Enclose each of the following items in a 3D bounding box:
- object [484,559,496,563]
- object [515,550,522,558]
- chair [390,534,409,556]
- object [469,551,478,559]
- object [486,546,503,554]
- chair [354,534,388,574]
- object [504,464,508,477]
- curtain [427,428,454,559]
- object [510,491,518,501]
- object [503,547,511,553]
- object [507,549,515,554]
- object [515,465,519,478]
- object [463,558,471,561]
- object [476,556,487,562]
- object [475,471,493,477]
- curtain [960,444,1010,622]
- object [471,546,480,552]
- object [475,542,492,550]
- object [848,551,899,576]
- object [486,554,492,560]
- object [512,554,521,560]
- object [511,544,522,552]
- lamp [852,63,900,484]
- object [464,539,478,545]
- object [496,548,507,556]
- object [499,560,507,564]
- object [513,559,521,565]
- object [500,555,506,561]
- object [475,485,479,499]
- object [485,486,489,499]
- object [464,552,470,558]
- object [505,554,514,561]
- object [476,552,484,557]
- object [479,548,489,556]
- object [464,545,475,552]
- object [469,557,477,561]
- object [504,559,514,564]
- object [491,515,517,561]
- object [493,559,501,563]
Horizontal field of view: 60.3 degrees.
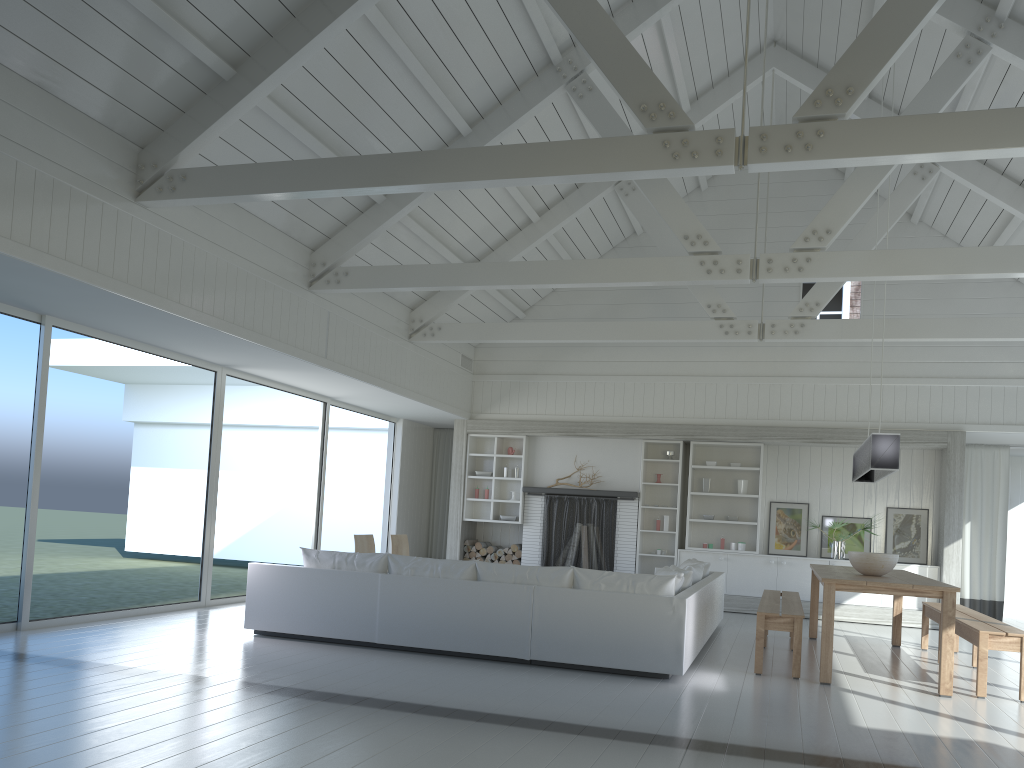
[{"bbox_3d":[-0.279,2.561,12.761,0.105,0.114,0.522,2,-8,17],"label":"object"},{"bbox_3d":[0.157,2.430,12.625,0.109,0.109,0.499,2,-8,16],"label":"object"},{"bbox_3d":[-1.151,2.122,10.076,0.554,0.776,0.600,2,-5,17],"label":"chair"},{"bbox_3d":[-0.498,2.483,12.825,0.109,0.109,0.499,2,-8,16],"label":"object"},{"bbox_3d":[-0.247,2.396,12.752,0.109,0.109,0.499,2,-8,16],"label":"object"},{"bbox_3d":[-1.434,1.996,9.348,0.554,0.776,0.600,2,-5,17],"label":"chair"},{"bbox_3d":[-0.085,1.240,12.562,0.054,0.195,0.054,2,-3,18],"label":"object"},{"bbox_3d":[-1.022,1.880,13.965,0.629,2.359,0.117,2,-2,17],"label":"curtain"},{"bbox_3d":[0.026,1.591,12.505,0.137,0.129,0.138,3,-6,5],"label":"object"},{"bbox_3d":[-0.027,2.384,12.671,0.086,0.091,0.483,2,-8,16],"label":"object"},{"bbox_3d":[0.033,2.396,12.652,0.080,0.079,0.482,2,-8,16],"label":"object"},{"bbox_3d":[0.073,1.242,12.513,0.054,0.195,0.054,2,-3,18],"label":"object"},{"bbox_3d":[-0.584,2.578,12.855,0.108,0.105,0.519,2,-8,16],"label":"object"},{"bbox_3d":[-0.389,2.558,12.787,0.110,0.110,0.499,2,-8,16],"label":"object"},{"bbox_3d":[-0.405,1.300,12.674,0.242,0.072,0.244,3,-8,2],"label":"object"},{"bbox_3d":[6.129,1.982,11.892,1.005,2.359,0.117,2,-3,18],"label":"curtain"},{"bbox_3d":[-0.485,2.390,12.812,0.080,0.079,0.482,2,-8,16],"label":"object"},{"bbox_3d":[-0.410,2.351,12.806,0.110,0.110,0.499,2,-8,16],"label":"object"},{"bbox_3d":[2.957,1.478,7.226,0.389,0.184,0.393,2,-7,8],"label":"object"},{"bbox_3d":[-0.269,2.488,12.740,0.080,0.079,0.482,2,-8,16],"label":"object"},{"bbox_3d":[0.107,2.480,12.630,0.080,0.079,0.482,2,-8,16],"label":"object"},{"bbox_3d":[0.102,2.350,12.647,0.110,0.110,0.499,2,-8,16],"label":"object"},{"bbox_3d":[3.233,-1.300,7.691,0.200,4.223,1.920,3,-3,17],"label":"lamp"},{"bbox_3d":[-0.589,2.306,12.849,0.080,0.079,0.482,2,-8,16],"label":"object"},{"bbox_3d":[-0.102,2.424,12.705,0.109,0.109,0.499,2,-8,16],"label":"object"},{"bbox_3d":[-0.066,2.584,12.694,0.108,0.105,0.519,2,-8,16],"label":"object"},{"bbox_3d":[0.129,2.564,12.626,0.110,0.110,0.499,2,-8,16],"label":"object"},{"bbox_3d":[-0.066,2.490,12.677,0.080,0.079,0.482,2,-8,16],"label":"object"},{"bbox_3d":[-0.502,1.553,12.673,0.054,0.195,0.054,2,-3,18],"label":"object"},{"bbox_3d":[-0.357,1.555,12.628,0.054,0.195,0.054,2,-3,18],"label":"object"},{"bbox_3d":[-0.584,2.484,12.838,0.080,0.079,0.482,2,-8,16],"label":"object"},{"bbox_3d":[0.020,2.489,12.664,0.109,0.109,0.499,2,-8,16],"label":"object"},{"bbox_3d":[-0.411,2.474,12.791,0.080,0.079,0.482,2,-8,16],"label":"object"},{"bbox_3d":[-0.347,2.430,12.781,0.109,0.109,0.499,2,-8,16],"label":"object"},{"bbox_3d":[-0.574,2.398,12.853,0.109,0.109,0.499,2,-8,16],"label":"object"},{"bbox_3d":[-0.484,2.575,12.832,0.134,0.146,0.553,2,-8,17],"label":"object"},{"bbox_3d":[0.034,2.581,12.671,0.134,0.146,0.553,2,-8,17],"label":"object"},{"bbox_3d":[-0.110,2.216,12.682,0.341,0.640,0.617,3,-5,3],"label":"object"},{"bbox_3d":[-0.157,2.597,12.730,0.134,0.146,0.553,2,-8,17],"label":"object"}]
